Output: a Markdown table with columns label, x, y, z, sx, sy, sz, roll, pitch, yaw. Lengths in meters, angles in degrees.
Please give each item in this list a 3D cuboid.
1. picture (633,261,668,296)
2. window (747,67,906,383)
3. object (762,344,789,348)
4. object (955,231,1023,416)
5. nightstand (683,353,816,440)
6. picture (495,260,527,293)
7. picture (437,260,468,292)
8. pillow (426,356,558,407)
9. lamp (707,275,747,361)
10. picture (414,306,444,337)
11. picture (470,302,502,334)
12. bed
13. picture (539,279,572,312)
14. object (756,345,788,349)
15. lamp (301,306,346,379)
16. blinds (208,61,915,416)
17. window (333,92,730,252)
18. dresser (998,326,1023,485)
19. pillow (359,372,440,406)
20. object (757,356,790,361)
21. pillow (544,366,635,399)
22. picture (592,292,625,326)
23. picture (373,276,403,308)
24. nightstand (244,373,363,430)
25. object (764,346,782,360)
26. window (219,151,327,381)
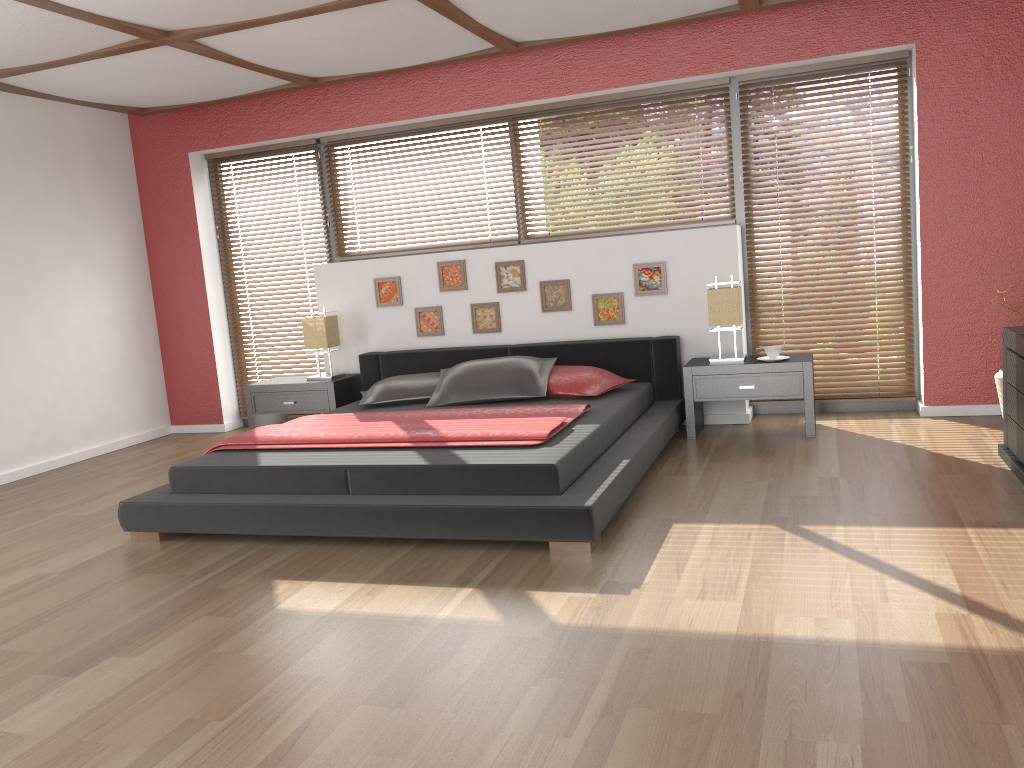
| label | x | y | z | sx | sy | sz | roll | pitch | yaw |
| --- | --- | --- | --- | --- | --- | --- | --- | --- | --- |
| picture | 0.853 | -0.648 | 5.473 | 0.200 | 0.200 | 0.010 | -2 | 8 | 19 |
| window | 1.927 | -0.921 | 5.434 | 0.889 | 1.893 | 0.020 | -2 | 8 | 19 |
| object | 1.478 | -0.213 | 5.012 | 0.192 | 0.007 | 0.007 | -7 | 8 | -16 |
| object | 2.529 | -0.262 | 4.563 | 0.422 | 1.035 | 0.364 | -6 | 8 | -5 |
| nightstand | 1.383 | 0.069 | 5.145 | 0.700 | 0.423 | 0.413 | -2 | 8 | 19 |
| picture | -0.009 | -0.698 | 5.765 | 0.200 | 0.200 | 0.010 | -2 | 8 | 19 |
| picture | -0.397 | -0.718 | 5.896 | 0.200 | 0.200 | 0.010 | -2 | 8 | 19 |
| pillow | -0.125 | -0.028 | 5.202 | 0.744 | 0.241 | 0.386 | -3 | 8 | 15 |
| lamp | 1.245 | -0.388 | 5.160 | 0.200 | 0.480 | 0.200 | -2 | 8 | 19 |
| picture | -0.560 | -0.422 | 6.002 | 0.200 | 0.200 | 0.010 | -2 | 8 | 19 |
| picture | -0.173 | -0.436 | 5.865 | 0.200 | 0.200 | 0.010 | -2 | 8 | 19 |
| bed | -0.484 | 0.207 | 4.745 | 2.469 | 0.577 | 2.413 | -2 | 8 | 19 |
| picture | 0.280 | -0.565 | 5.686 | 0.200 | 0.200 | 0.010 | -2 | 8 | 19 |
| object | 1.463 | -0.209 | 4.994 | 0.192 | 0.007 | 0.007 | -6 | 8 | -11 |
| lamp | -1.297 | -0.290 | 6.060 | 0.200 | 0.480 | 0.200 | -2 | 8 | 19 |
| blinds | 0.069 | -0.804 | 6.026 | 4.840 | 1.952 | 0.032 | -2 | 8 | 19 |
| window | 0.045 | -1.386 | 6.012 | 2.817 | 0.786 | 0.020 | -2 | 8 | 19 |
| dresser | 2.243 | 0.157 | 3.249 | 0.540 | 0.608 | 1.740 | -2 | 8 | 19 |
| pillow | -0.575 | 0.029 | 5.460 | 0.745 | 0.172 | 0.418 | -6 | 8 | -5 |
| object | 1.478 | -0.142 | 5.017 | 0.179 | 0.012 | 0.179 | 3 | 11 | 44 |
| pillow | 0.301 | -0.013 | 5.206 | 0.745 | 0.172 | 0.418 | 1 | 10 | 38 |
| picture | 0.608 | -0.471 | 5.588 | 0.200 | 0.200 | 0.010 | -2 | 8 | 19 |
| picture | -0.846 | -0.630 | 6.067 | 0.200 | 0.200 | 0.010 | -2 | 8 | 19 |
| nightstand | -1.421 | 0.178 | 6.137 | 0.700 | 0.423 | 0.413 | -2 | 8 | 19 |
| object | 1.476 | -0.174 | 5.013 | 0.099 | 0.069 | 0.099 | 3 | 11 | 44 |
| window | -1.748 | -0.778 | 6.735 | 0.889 | 1.893 | 0.020 | -2 | 8 | 19 |
